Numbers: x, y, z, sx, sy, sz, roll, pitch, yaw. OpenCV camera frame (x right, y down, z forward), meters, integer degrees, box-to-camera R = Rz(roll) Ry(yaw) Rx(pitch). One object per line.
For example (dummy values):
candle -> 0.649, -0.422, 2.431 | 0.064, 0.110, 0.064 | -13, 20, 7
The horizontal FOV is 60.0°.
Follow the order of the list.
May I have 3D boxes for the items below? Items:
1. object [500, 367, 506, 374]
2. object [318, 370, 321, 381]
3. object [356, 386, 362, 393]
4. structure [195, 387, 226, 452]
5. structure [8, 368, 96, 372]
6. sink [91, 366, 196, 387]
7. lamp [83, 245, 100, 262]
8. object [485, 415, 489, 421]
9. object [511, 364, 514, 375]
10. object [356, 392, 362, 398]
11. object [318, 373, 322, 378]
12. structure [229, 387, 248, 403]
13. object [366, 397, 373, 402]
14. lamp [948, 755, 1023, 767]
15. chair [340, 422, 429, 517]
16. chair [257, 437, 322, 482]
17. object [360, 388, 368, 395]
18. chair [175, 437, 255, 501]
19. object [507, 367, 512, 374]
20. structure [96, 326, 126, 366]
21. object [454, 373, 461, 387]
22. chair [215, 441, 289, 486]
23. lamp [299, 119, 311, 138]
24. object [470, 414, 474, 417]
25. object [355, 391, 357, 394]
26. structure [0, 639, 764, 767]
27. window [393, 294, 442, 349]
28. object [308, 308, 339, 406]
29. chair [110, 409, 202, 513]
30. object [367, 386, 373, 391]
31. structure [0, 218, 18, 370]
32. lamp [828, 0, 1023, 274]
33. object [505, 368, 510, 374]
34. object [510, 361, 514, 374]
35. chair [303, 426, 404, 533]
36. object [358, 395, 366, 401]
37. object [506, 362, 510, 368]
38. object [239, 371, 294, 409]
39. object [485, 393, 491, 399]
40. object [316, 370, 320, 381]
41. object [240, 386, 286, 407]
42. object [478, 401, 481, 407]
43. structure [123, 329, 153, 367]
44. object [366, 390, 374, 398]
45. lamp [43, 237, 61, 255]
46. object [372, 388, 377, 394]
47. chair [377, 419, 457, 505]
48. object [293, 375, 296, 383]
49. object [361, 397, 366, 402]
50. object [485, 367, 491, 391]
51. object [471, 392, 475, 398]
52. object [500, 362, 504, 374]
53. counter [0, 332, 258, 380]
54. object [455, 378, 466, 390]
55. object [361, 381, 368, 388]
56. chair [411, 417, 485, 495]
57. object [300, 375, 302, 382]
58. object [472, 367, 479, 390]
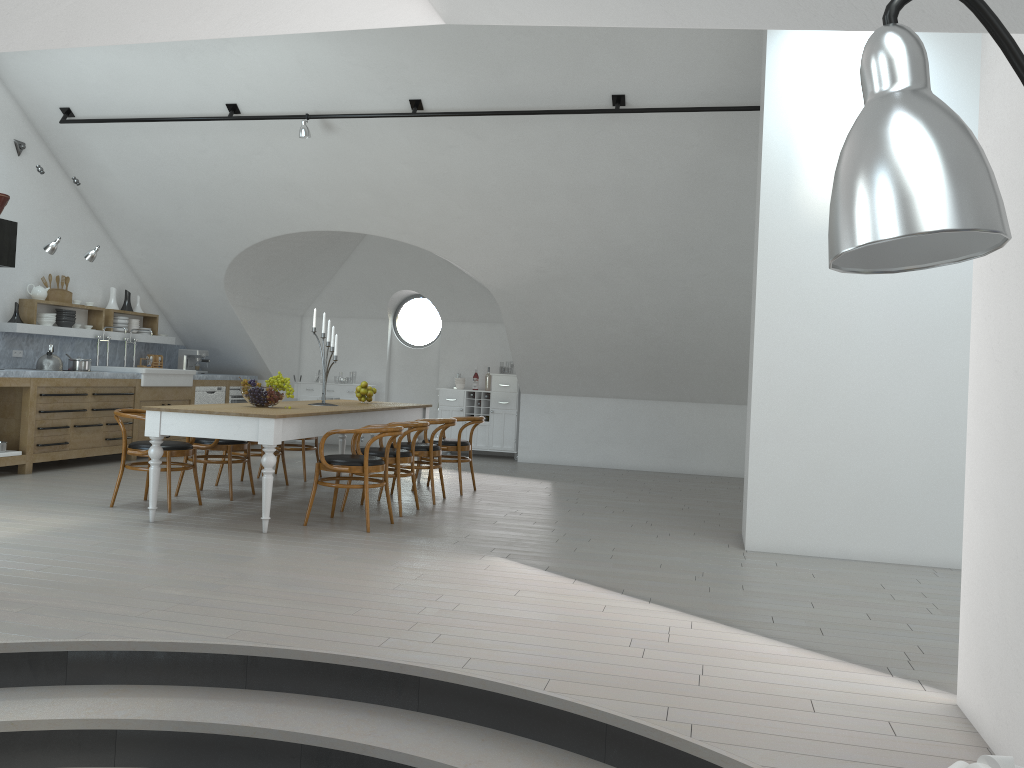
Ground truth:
object -> -0.126, -0.186, 12.164 | 0.081, 0.105, 0.082 | 3, -1, -39
object -> -2.784, -0.118, 12.840 | 0.039, 0.164, 0.024 | 2, -1, 26
object -> -1.484, 0.053, 8.602 | 0.066, 0.071, 0.072 | 3, 0, -18
structure -> -4.115, 0.428, 11.278 | 0.599, 0.823, 0.723 | 3, 0, 13
structure -> -4.694, -0.123, 9.135 | 0.647, 0.041, 0.737 | 3, 1, 13
sink -> -4.310, -0.086, 10.386 | 0.727, 0.202, 1.020 | 3, 0, 13
lamp -> -4.318, -1.339, 9.123 | 0.169, 0.176, 0.112 | 3, -1, 5
object -> -0.331, 0.474, 12.262 | 0.081, 0.081, 0.358 | 3, 0, 11
object -> 0.001, -0.201, 12.214 | 0.046, 0.143, 0.046 | 2, -1, 24
object -> -1.482, 0.108, 8.577 | 0.060, 0.056, 0.059 | 3, 0, 7
object -> -2.801, -0.105, 12.861 | 0.097, 0.137, 0.029 | 3, -1, 16
structure -> -3.939, 0.335, 12.016 | 0.631, 0.637, 0.632 | 3, 0, 13
object -> -1.390, 0.144, 8.637 | 0.063, 0.063, 0.064 | 3, 0, 24
lamp -> 0.819, 0.896, 1.451 | 0.305, 0.525, 0.305 | 3, -1, 1
chair -> -0.988, 0.657, 7.122 | 0.621, 0.735, 0.527 | 3, -1, 13
chair -> -2.270, 0.579, 8.952 | 0.621, 0.735, 0.527 | 3, -1, 9
object -> -1.430, 0.073, 8.553 | 0.071, 0.064, 0.072 | 3, 0, 6
chair -> -2.541, 0.578, 7.526 | 0.621, 0.735, 0.527 | 3, -1, 10
object -> -0.034, -0.179, 12.306 | 0.071, 0.099, 0.071 | 3, -1, 21
structure -> -4.615, -0.401, 10.252 | 0.332, 0.530, 0.214 | 3, -1, -7
object -> -0.770, -0.053, 12.619 | 0.115, 0.209, 0.065 | 3, -1, 15
chair -> -2.439, 0.577, 8.249 | 0.621, 0.735, 0.527 | 3, -1, 16
lamp -> -1.959, -2.418, 8.406 | 0.112, 0.175, 0.114 | 3, -1, -24
object -> -0.498, 0.462, 12.307 | 0.156, 0.085, 0.331 | 3, 0, 14
object -> -1.500, 0.081, 8.659 | 0.062, 0.059, 0.062 | 3, 0, 17
structure -> -1.174, 1.410, 1.294 | 4.705, 0.693, 4.711 | 2, 1, -32
window -> -1.362, -0.920, 13.084 | 0.900, 0.900, 0.060 | 3, -1, 13
object -> -1.637, -0.251, 7.794 | 0.265, 0.875, 0.775 | 3, -1, -13
chair -> -2.760, 0.573, 6.833 | 0.621, 0.735, 0.527 | 3, -1, 13
object -> -1.384, 0.050, 8.615 | 0.058, 0.057, 0.053 | 3, 0, 27
structure -> -5.104, -1.093, 7.861 | 0.780, 1.886, 1.075 | 3, -1, 13
lamp -> 0.427, -0.123, 0.586 | 0.414, 0.312, 0.116 | 3, -1, 10
object -> -0.079, -0.174, 12.236 | 0.077, 0.085, 0.077 | 3, 0, 21
object -> -0.001, -0.222, 12.372 | 0.063, 0.187, 0.063 | 3, -1, -1
chair -> -1.109, 0.657, 6.404 | 0.621, 0.735, 0.527 | 3, -1, 16
object -> -1.463, 0.133, 8.648 | 0.080, 0.074, 0.078 | 3, 0, -32
object -> -0.065, -0.221, 12.368 | 0.054, 0.179, 0.054 | 3, -1, 7
object -> -1.893, 0.040, 6.828 | 0.393, 0.284, 0.292 | 3, 0, -23
object -> -0.313, 0.170, 12.263 | 0.087, 0.085, 0.359 | 3, 0, 13
object -> -2.812, -0.121, 12.861 | 0.039, 0.175, 0.054 | 3, -1, 13
object -> -1.918, 0.101, 6.847 | 0.360, 0.160, 0.360 | 3, 0, -7
object -> -0.419, 0.271, 12.299 | 0.085, 0.085, 0.330 | 3, 0, 12
structure -> -4.507, -0.400, 10.728 | 0.332, 0.530, 0.214 | 3, -1, -7
object -> -1.377, 0.096, 8.583 | 0.071, 0.072, 0.070 | 3, 0, -23
lamp -> -4.449, -1.337, 8.561 | 0.164, 0.178, 0.115 | 3, -1, 31
object -> -1.352, 0.068, 8.661 | 0.063, 0.063, 0.062 | 3, 0, -25
chair -> -0.812, 0.659, 7.827 | 0.621, 0.735, 0.527 | 3, -1, 8
object -> -3.085, 0.004, 12.664 | 0.088, 0.269, 0.029 | 3, -1, -14
object -> -1.438, 0.149, 8.585 | 0.050, 0.050, 0.051 | 3, 0, 16
object -> -0.329, -0.070, 12.310 | 0.085, 0.331, 0.085 | 3, -1, -28
object -> -0.513, 0.156, 12.317 | 0.093, 0.094, 0.359 | 3, 0, 13
object -> -0.143, -0.219, 12.244 | 0.048, 0.169, 0.048 | 4, -2, -45
counter -> -4.692, -0.390, 9.404 | 0.962, 0.620, 6.571 | 3, 0, 13
object -> -0.725, -0.004, 12.378 | 0.154, 0.160, 0.157 | 2, -1, 41
object -> -1.435, 0.008, 8.620 | 0.072, 0.074, 0.072 | 3, 0, 13
chair -> -0.586, 0.664, 8.517 | 0.621, 0.735, 0.527 | 3, -1, 16
object -> -3.031, 0.007, 12.652 | 0.088, 0.269, 0.029 | 2, -1, 39
object -> -0.503, -0.078, 12.356 | 0.081, 0.330, 0.081 | 3, -1, 9
